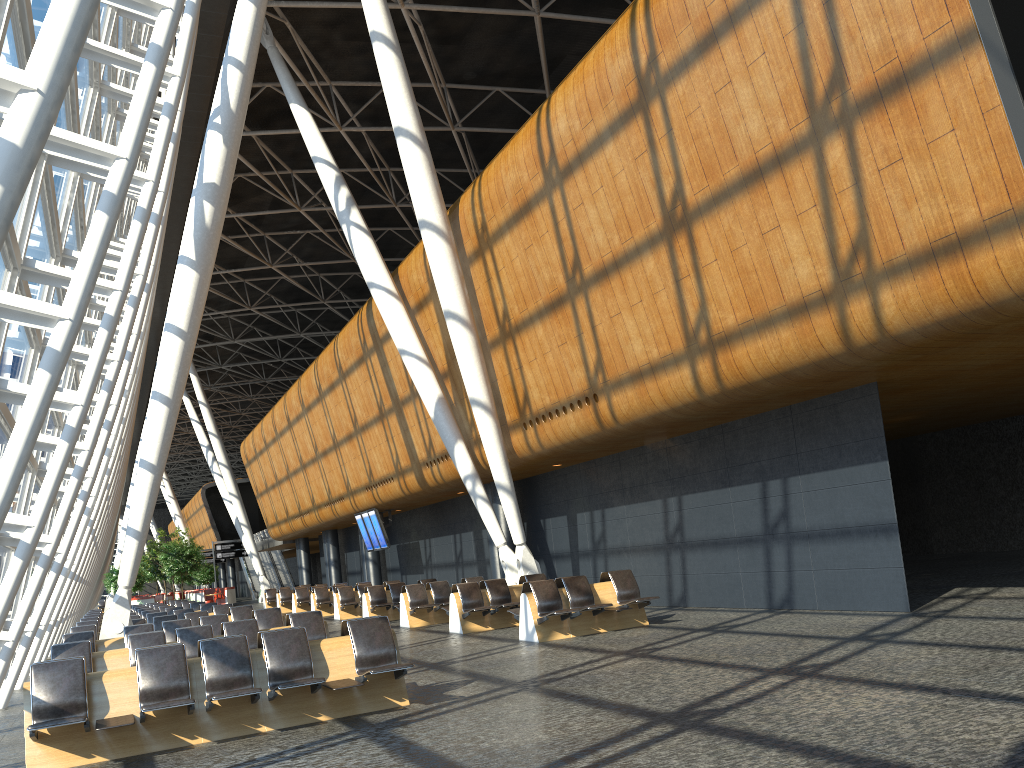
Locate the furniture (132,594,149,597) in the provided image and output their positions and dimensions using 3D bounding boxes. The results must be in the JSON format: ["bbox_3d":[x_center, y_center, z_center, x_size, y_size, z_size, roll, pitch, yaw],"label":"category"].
[{"bbox_3d":[-26.378,15.412,62.033,0.892,0.997,2.852,-9,-10,16],"label":"furniture"}]

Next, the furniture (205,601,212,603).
[{"bbox_3d":[-15.521,11.291,44.955,0.442,0.455,0.449,-5,-8,-13],"label":"furniture"}]

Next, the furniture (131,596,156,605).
[{"bbox_3d":[-18.809,11.313,44.599,2.852,0.999,0.891,-13,-9,32],"label":"furniture"}]

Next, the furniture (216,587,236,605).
[{"bbox_3d":[-15.217,11.368,47.033,0.886,0.997,2.870,-5,-10,-13],"label":"furniture"}]

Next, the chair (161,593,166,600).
[{"bbox_3d":[-23.059,14.499,59.123,0.660,1.000,0.630,-1,-8,-40],"label":"chair"}]

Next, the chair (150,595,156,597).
[{"bbox_3d":[-19.456,11.956,47.655,0.625,1.000,0.665,-9,-7,19],"label":"chair"}]

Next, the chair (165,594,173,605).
[{"bbox_3d":[-17.700,11.243,44.887,0.660,1.000,0.629,-6,-6,0],"label":"chair"}]

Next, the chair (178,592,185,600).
[{"bbox_3d":[-18.068,12.048,48.977,0.662,1.000,0.628,-7,-6,9],"label":"chair"}]

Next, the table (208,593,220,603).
[{"bbox_3d":[-15.872,11.542,46.877,0.797,0.743,0.810,-5,-8,-9],"label":"table"}]

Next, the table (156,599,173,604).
[{"bbox_3d":[-17.288,11.143,43.899,0.806,0.743,0.800,-12,-10,35],"label":"table"}]

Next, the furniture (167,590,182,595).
[{"bbox_3d":[-35.142,22.115,92.282,1.892,0.860,1.684,-2,-10,-25],"label":"furniture"}]

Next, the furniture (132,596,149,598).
[{"bbox_3d":[-21.914,12.922,51.364,2.852,0.999,0.891,-13,-9,32],"label":"furniture"}]

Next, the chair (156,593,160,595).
[{"bbox_3d":[-25.174,15.287,62.081,0.660,1.000,0.630,-1,-8,-40],"label":"chair"}]

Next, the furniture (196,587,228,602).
[{"bbox_3d":[-16.888,12.004,49.445,2.852,0.999,0.891,-13,-9,32],"label":"furniture"}]

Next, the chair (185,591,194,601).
[{"bbox_3d":[-17.340,11.796,48.061,0.624,1.000,0.666,-7,-6,9],"label":"chair"}]

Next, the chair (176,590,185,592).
[{"bbox_3d":[-23.319,15.166,62.535,0.667,1.000,0.623,-12,-8,39],"label":"chair"}]

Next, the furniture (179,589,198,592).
[{"bbox_3d":[-21.832,14.417,59.413,0.892,0.997,2.852,-9,-10,16],"label":"furniture"}]

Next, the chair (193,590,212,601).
[{"bbox_3d":[-16.555,11.546,47.193,0.664,1.000,0.626,-9,-7,19],"label":"chair"}]

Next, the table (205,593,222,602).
[{"bbox_3d":[-15.351,11.216,45.443,0.797,0.743,0.810,-5,-8,-9],"label":"table"}]

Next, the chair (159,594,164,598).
[{"bbox_3d":[-20.805,12.853,51.653,0.660,1.000,0.629,-6,-6,0],"label":"chair"}]

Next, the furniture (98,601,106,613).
[{"bbox_3d":[-28.894,16.386,65.341,3.244,0.860,1.684,-2,-10,-25],"label":"furniture"}]

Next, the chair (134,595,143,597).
[{"bbox_3d":[-25.041,14.658,58.791,0.666,1.000,0.624,-10,-7,29],"label":"chair"}]

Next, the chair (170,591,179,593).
[{"bbox_3d":[-22.904,14.688,60.223,0.622,1.000,0.669,-1,-8,-40],"label":"chair"}]

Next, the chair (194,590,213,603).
[{"bbox_3d":[-16.141,11.309,46.167,0.625,1.000,0.665,-9,-7,19],"label":"chair"}]

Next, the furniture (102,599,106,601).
[{"bbox_3d":[-40.080,22.184,89.712,3.244,0.860,1.684,-2,-10,-25],"label":"furniture"}]

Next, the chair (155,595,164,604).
[{"bbox_3d":[-18.572,11.536,45.936,0.622,1.000,0.668,-6,-6,-1],"label":"chair"}]

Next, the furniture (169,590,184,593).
[{"bbox_3d":[-33.899,21.470,89.574,1.892,0.860,1.684,-2,-10,-25],"label":"furniture"}]

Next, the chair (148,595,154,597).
[{"bbox_3d":[-21.677,13.146,52.701,0.622,1.000,0.668,-6,-6,-1],"label":"chair"}]

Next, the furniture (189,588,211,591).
[{"bbox_3d":[-19.994,13.614,56.210,2.852,0.999,0.891,-13,-9,32],"label":"furniture"}]

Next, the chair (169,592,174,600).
[{"bbox_3d":[-21.173,13.658,55.743,0.662,1.000,0.628,-7,-6,9],"label":"chair"}]

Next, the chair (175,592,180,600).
[{"bbox_3d":[-20.445,13.406,54.826,0.624,1.000,0.666,-7,-6,9],"label":"chair"}]
